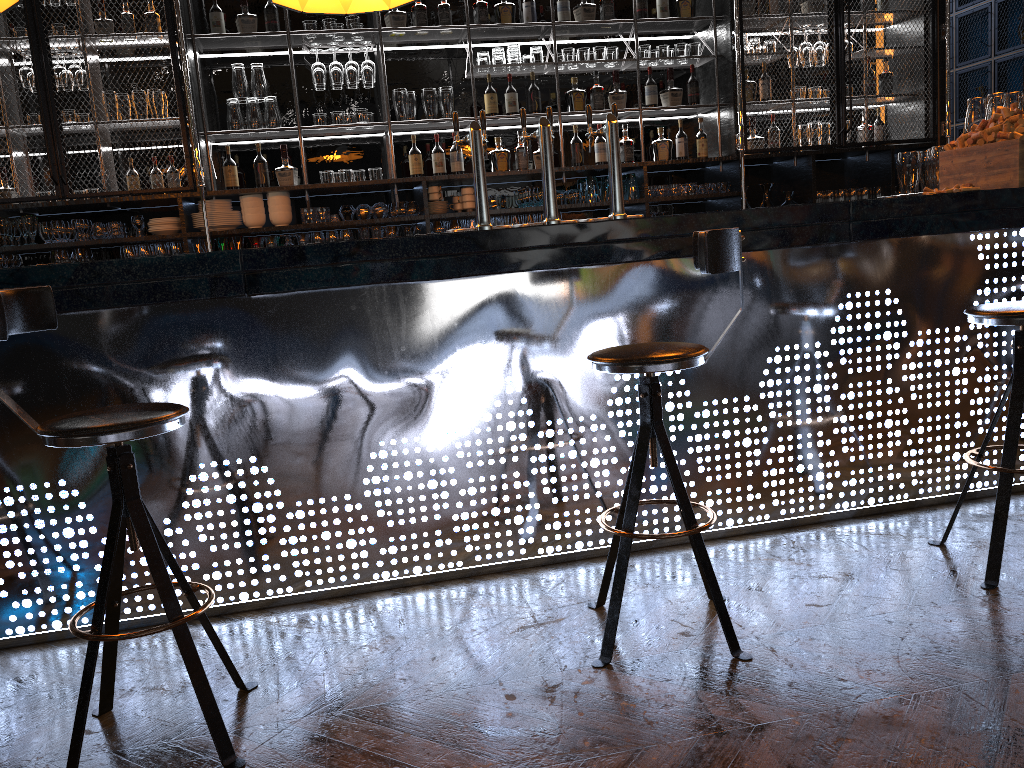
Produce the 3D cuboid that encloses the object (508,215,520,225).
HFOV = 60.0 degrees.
[{"bbox_3d":[0.020,-1.007,5.902,0.091,0.229,0.091,-9,10,-24],"label":"object"}]

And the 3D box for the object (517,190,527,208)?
[{"bbox_3d":[0.088,-1.251,6.003,0.100,0.125,0.100,2,11,36],"label":"object"}]

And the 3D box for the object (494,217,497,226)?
[{"bbox_3d":[-0.099,-1.022,6.050,0.049,0.231,0.049,-6,9,-8],"label":"object"}]

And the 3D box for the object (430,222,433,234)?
[{"bbox_3d":[-0.488,-0.969,5.928,0.108,0.227,0.108,-10,11,-31],"label":"object"}]

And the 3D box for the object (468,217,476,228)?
[{"bbox_3d":[-0.257,-0.977,5.837,0.058,0.234,0.058,1,11,31],"label":"object"}]

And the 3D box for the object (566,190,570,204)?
[{"bbox_3d":[0.398,-1.265,6.022,0.098,0.097,0.098,-3,9,14],"label":"object"}]

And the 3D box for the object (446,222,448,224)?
[{"bbox_3d":[-0.402,-0.998,6.068,0.108,0.227,0.108,-1,10,25],"label":"object"}]

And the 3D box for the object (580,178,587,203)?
[{"bbox_3d":[0.506,-1.313,6.027,0.115,0.172,0.101,-5,9,-1],"label":"object"}]

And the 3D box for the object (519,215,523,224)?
[{"bbox_3d":[0.038,-1.028,6.024,0.091,0.229,0.091,-3,9,10],"label":"object"}]

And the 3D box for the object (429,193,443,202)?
[{"bbox_3d":[-0.494,-1.218,5.818,0.107,0.070,0.094,-2,10,19],"label":"object"}]

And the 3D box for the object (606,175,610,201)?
[{"bbox_3d":[0.676,-1.311,5.929,0.115,0.172,0.101,-9,10,-26],"label":"object"}]

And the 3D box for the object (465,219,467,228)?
[{"bbox_3d":[-0.287,-0.999,5.991,0.058,0.234,0.058,-11,11,-36],"label":"object"}]

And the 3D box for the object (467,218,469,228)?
[{"bbox_3d":[-0.272,-0.989,5.920,0.058,0.234,0.058,-3,9,12],"label":"object"}]

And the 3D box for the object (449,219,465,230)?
[{"bbox_3d":[-0.356,-0.965,5.834,0.108,0.227,0.108,-12,12,-40],"label":"object"}]

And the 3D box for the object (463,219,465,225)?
[{"bbox_3d":[-0.304,-1.010,6.072,0.058,0.234,0.058,-6,9,-8],"label":"object"}]

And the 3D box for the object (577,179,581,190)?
[{"bbox_3d":[0.487,-1.330,6.147,0.115,0.172,0.101,-9,10,-26],"label":"object"}]

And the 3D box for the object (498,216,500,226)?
[{"bbox_3d":[-0.068,-1.006,5.930,0.049,0.231,0.049,-6,9,-7],"label":"object"}]

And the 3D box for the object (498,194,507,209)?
[{"bbox_3d":[-0.067,-1.201,5.855,0.067,0.099,0.058,-1,10,24],"label":"object"}]

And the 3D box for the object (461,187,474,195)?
[{"bbox_3d":[-0.287,-1.255,5.835,0.094,0.068,0.106,-7,9,-11],"label":"object"}]

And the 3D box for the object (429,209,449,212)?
[{"bbox_3d":[-0.489,-1.133,5.833,0.149,0.023,0.149,-13,12,-42],"label":"object"}]

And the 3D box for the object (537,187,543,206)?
[{"bbox_3d":[0.220,-1.247,5.907,0.108,0.126,0.108,-1,10,23],"label":"object"}]

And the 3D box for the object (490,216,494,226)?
[{"bbox_3d":[-0.131,-0.988,5.853,0.049,0.231,0.049,-5,9,1],"label":"object"}]

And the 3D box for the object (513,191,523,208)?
[{"bbox_3d":[0.062,-1.267,6.118,0.100,0.125,0.100,-4,9,2],"label":"object"}]

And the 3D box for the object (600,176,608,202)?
[{"bbox_3d":[0.646,-1.328,6.052,0.101,0.172,0.115,-2,10,18],"label":"object"}]

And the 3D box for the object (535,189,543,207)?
[{"bbox_3d":[0.198,-1.263,6.020,0.108,0.126,0.108,-7,9,-16],"label":"object"}]

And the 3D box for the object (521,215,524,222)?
[{"bbox_3d":[0.070,-1.050,6.145,0.091,0.229,0.091,3,12,40],"label":"object"}]

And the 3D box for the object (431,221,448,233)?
[{"bbox_3d":[-0.469,-0.952,5.812,0.108,0.227,0.108,-8,10,-19],"label":"object"}]

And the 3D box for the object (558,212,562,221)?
[{"bbox_3d":[0.303,-1.040,5.959,0.091,0.229,0.091,-12,12,-38],"label":"object"}]

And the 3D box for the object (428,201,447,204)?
[{"bbox_3d":[-0.495,-1.187,5.824,0.149,0.026,0.148,-5,9,-4],"label":"object"}]

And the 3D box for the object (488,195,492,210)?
[{"bbox_3d":[-0.135,-1.198,5.872,0.067,0.099,0.058,-13,12,-41],"label":"object"}]

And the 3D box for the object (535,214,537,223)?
[{"bbox_3d":[0.165,-1.061,6.162,0.091,0.229,0.091,-13,12,-42],"label":"object"}]

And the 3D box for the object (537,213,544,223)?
[{"bbox_3d":[0.209,-1.029,5.942,0.091,0.229,0.091,-2,9,16],"label":"object"}]

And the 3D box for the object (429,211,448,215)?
[{"bbox_3d":[-0.489,-1.123,5.835,0.149,0.022,0.149,-13,12,-42],"label":"object"}]

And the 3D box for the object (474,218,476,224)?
[{"bbox_3d":[-0.228,-1.011,6.038,0.058,0.234,0.058,-11,11,-34],"label":"object"}]

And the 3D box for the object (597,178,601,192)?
[{"bbox_3d":[0.619,-1.345,6.168,0.101,0.172,0.115,-6,9,-6],"label":"object"}]

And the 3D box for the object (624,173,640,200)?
[{"bbox_3d":[0.804,-1.327,5.962,0.101,0.172,0.115,-2,10,18],"label":"object"}]

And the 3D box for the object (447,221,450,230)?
[{"bbox_3d":[-0.378,-0.981,5.950,0.108,0.227,0.108,4,12,43],"label":"object"}]

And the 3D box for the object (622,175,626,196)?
[{"bbox_3d":[0.787,-1.344,6.077,0.115,0.172,0.101,-9,10,-26],"label":"object"}]

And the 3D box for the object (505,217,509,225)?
[{"bbox_3d":[-0.020,-1.040,6.128,0.091,0.229,0.091,-1,10,24],"label":"object"}]

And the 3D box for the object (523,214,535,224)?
[{"bbox_3d":[0.119,-1.019,5.926,0.091,0.229,0.091,2,11,36],"label":"object"}]

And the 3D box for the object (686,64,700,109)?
[{"bbox_3d":[1.265,-2.080,6.200,0.086,0.299,0.086,2,11,37],"label":"object"}]

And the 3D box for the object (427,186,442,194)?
[{"bbox_3d":[-0.508,-1.261,5.809,0.094,0.069,0.106,-6,9,-5],"label":"object"}]

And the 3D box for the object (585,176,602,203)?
[{"bbox_3d":[0.535,-1.297,5.911,0.115,0.172,0.101,-2,10,18],"label":"object"}]

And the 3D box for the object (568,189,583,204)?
[{"bbox_3d":[0.423,-1.251,5.918,0.098,0.097,0.098,-1,10,23],"label":"object"}]

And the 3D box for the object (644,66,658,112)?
[{"bbox_3d":[0.961,-2.045,6.145,0.086,0.298,0.086,2,11,37],"label":"object"}]

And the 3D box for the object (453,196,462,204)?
[{"bbox_3d":[-0.346,-1.220,5.928,0.094,0.069,0.105,-11,11,-33],"label":"object"}]

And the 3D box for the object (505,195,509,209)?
[{"bbox_3d":[-0.050,-1.220,5.964,0.058,0.099,0.067,-5,9,1],"label":"object"}]

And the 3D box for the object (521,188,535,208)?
[{"bbox_3d":[0.112,-1.234,5.884,0.100,0.125,0.100,0,10,28],"label":"object"}]

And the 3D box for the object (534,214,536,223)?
[{"bbox_3d":[0.132,-1.039,6.042,0.091,0.229,0.091,-1,10,21],"label":"object"}]

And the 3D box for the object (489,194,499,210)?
[{"bbox_3d":[-0.119,-1.189,5.806,0.058,0.099,0.067,1,11,34],"label":"object"}]

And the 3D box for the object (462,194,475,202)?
[{"bbox_3d":[-0.283,-1.213,5.852,0.094,0.069,0.106,1,10,30],"label":"object"}]

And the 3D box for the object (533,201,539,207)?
[{"bbox_3d":[0.172,-1.280,6.139,0.108,0.126,0.108,-12,12,-39],"label":"object"}]

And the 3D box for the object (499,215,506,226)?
[{"bbox_3d":[-0.057,-0.997,5.867,0.049,0.231,0.049,-7,9,-15],"label":"object"}]

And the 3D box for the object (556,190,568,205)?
[{"bbox_3d":[0.321,-1.240,5.904,0.098,0.097,0.098,-10,11,-31],"label":"object"}]
